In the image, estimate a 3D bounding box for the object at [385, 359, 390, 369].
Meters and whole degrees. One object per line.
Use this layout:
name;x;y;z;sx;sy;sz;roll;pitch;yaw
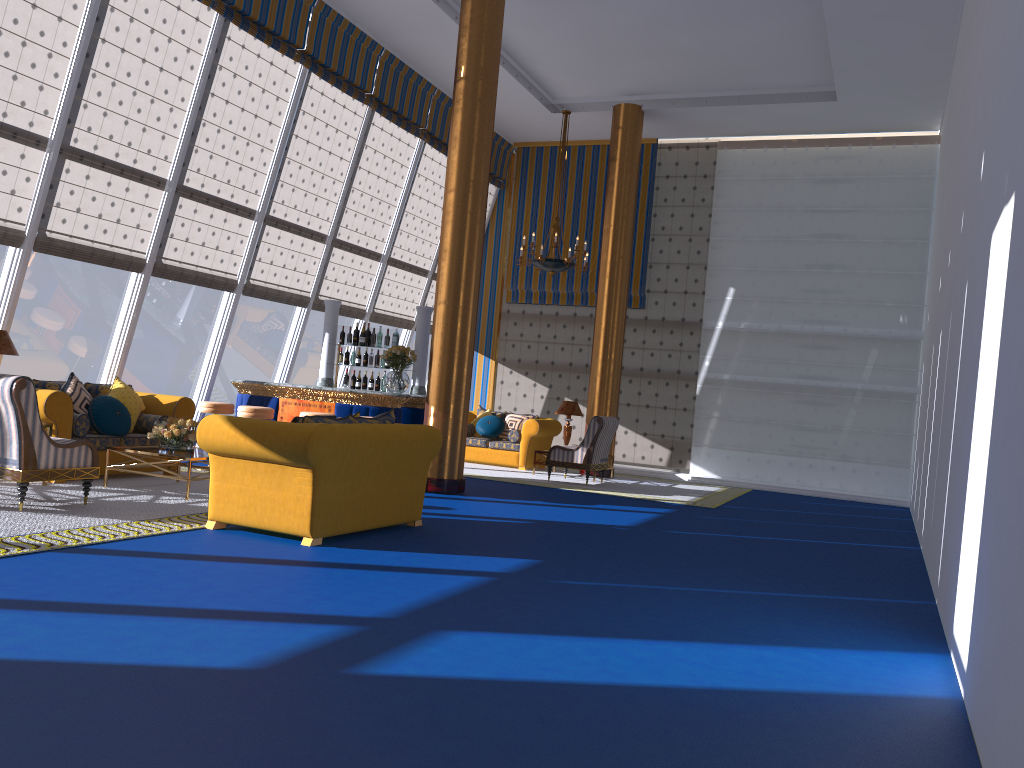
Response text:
object;-1.578;-0.318;11.302;0.068;0.244;0.068;5;0;4

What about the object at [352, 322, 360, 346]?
object;-2.002;-0.644;11.417;0.080;0.303;0.082;5;0;28

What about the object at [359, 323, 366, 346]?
object;-1.905;-0.636;11.378;0.084;0.302;0.085;5;0;17

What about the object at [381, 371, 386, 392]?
object;-1.635;-0.035;11.351;0.069;0.269;0.068;5;0;-17

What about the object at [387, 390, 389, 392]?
object;-1.561;-0.024;11.330;0.061;0.258;0.062;5;0;23

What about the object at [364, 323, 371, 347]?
object;-1.850;-0.632;11.382;0.080;0.303;0.082;5;-1;39

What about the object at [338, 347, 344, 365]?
object;-2.204;-0.363;11.433;0.066;0.225;0.066;5;0;-8

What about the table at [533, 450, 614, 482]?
table;0.947;1.236;13.500;0.967;0.369;0.914;5;-1;23

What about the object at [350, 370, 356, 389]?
object;-2.039;-0.058;11.423;0.065;0.244;0.066;5;0;27

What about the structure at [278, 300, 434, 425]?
structure;-2.011;0.037;11.555;2.300;2.196;0.773;5;0;14

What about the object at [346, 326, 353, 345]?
object;-2.105;-0.626;11.521;0.073;0.246;0.072;5;0;-18

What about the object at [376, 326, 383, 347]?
object;-1.686;-0.603;11.308;0.068;0.271;0.070;5;0;33

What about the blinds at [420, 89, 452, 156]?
blinds;-1.034;-4.125;14.455;0.336;0.830;1.536;5;-1;23

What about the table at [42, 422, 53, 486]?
table;-4.853;0.547;7.498;1.228;0.549;1.160;5;-1;23

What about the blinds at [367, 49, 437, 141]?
blinds;-1.639;-4.199;13.028;0.336;0.830;1.536;5;-1;23

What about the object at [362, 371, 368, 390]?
object;-1.882;-0.048;11.365;0.065;0.244;0.065;5;0;4

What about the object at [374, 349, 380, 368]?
object;-1.717;-0.326;11.334;0.071;0.232;0.071;5;0;1

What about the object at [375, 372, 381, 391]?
object;-1.713;-0.030;11.347;0.065;0.244;0.065;5;0;4

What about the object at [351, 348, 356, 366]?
object;-2.038;-0.353;11.408;0.059;0.230;0.058;5;0;-18

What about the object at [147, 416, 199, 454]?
object;-3.056;0.469;8.151;0.454;0.388;0.504;5;-1;4

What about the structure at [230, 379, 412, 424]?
structure;-2.322;0.561;10.491;2.301;1.065;0.773;5;-1;12

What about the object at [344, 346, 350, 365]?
object;-2.123;-0.367;11.428;0.065;0.244;0.065;5;0;4

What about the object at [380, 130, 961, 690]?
object;-0.079;-6.962;8.257;62.675;33.600;63.877;5;-1;29

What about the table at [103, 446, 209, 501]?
table;-3.052;0.807;8.245;0.967;0.369;0.914;5;-1;23

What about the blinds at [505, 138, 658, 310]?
blinds;1.216;-2.878;15.950;2.640;2.990;0.153;5;0;22

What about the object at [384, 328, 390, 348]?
object;-1.589;-0.584;11.309;0.073;0.246;0.072;5;0;-18

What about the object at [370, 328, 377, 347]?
object;-1.773;-0.596;11.350;0.076;0.247;0.076;5;0;-14

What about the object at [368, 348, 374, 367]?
object;-1.797;-0.337;11.333;0.057;0.239;0.057;5;0;-3

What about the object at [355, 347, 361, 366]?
object;-1.965;-0.350;11.381;0.068;0.244;0.068;5;0;4

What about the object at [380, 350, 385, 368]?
object;-1.643;-0.319;11.328;0.059;0.230;0.058;5;0;-18

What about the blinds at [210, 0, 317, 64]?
blinds;-2.853;-4.348;10.166;0.336;0.830;1.536;5;-1;23

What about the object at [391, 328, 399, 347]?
object;-1.483;-0.583;11.310;0.091;0.259;0.092;5;0;6

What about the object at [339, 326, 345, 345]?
object;-2.199;-0.634;11.512;0.065;0.244;0.066;5;0;27

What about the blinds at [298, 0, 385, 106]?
blinds;-2.246;-4.274;11.597;0.336;0.830;1.536;5;-1;23

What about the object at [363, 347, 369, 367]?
object;-1.870;-0.346;11.360;0.065;0.244;0.065;5;0;4

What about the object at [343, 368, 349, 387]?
object;-2.132;-0.083;11.424;0.071;0.242;0.071;5;0;4

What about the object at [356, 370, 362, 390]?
object;-1.965;-0.052;11.395;0.068;0.244;0.068;5;0;4

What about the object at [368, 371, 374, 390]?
object;-1.796;-0.041;11.359;0.068;0.244;0.068;5;0;4

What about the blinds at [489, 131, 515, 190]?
blinds;-0.427;-4.050;15.886;0.336;0.830;1.536;5;-1;23
